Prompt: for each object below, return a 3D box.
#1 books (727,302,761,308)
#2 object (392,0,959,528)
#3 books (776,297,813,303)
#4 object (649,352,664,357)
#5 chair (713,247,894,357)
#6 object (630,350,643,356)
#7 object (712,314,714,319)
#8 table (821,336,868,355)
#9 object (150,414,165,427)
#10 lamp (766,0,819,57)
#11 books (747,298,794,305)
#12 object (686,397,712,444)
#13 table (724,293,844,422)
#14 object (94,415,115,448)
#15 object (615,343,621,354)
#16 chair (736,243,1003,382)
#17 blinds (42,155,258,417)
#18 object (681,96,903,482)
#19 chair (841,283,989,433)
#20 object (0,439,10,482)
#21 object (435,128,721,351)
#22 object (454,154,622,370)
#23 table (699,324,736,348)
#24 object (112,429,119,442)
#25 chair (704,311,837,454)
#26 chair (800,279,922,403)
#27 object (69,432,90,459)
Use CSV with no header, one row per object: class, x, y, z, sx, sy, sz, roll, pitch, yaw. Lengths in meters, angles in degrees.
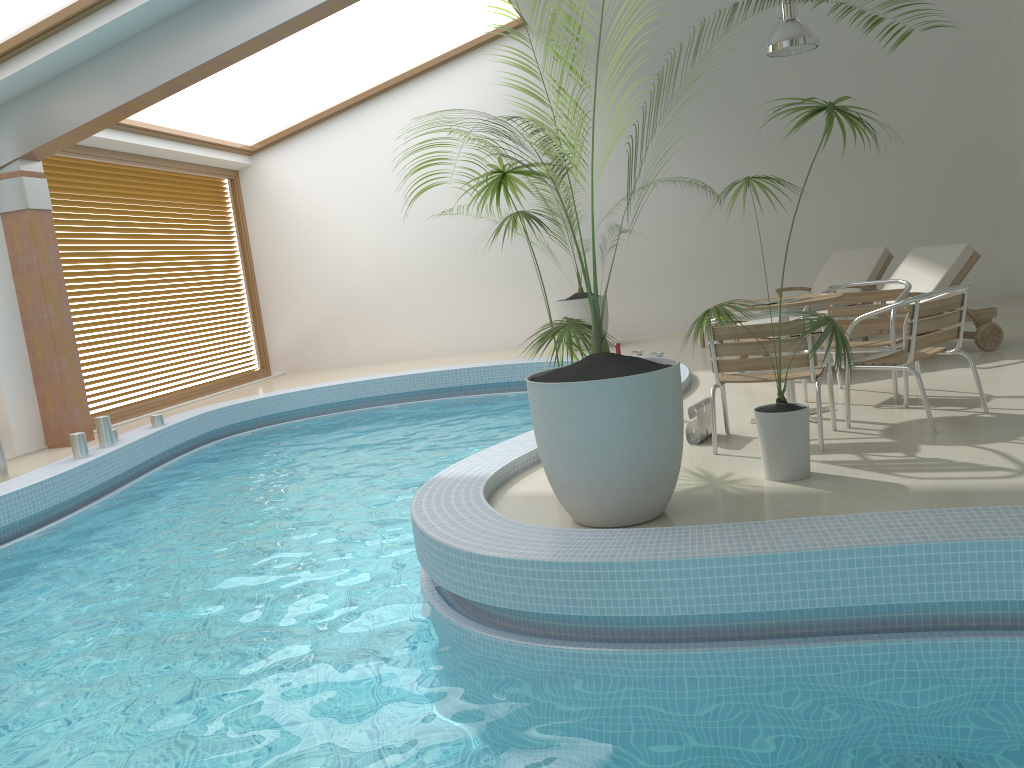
books,1.437,-0.478,5.349,0.241,0.004,0.166,-13,9,-36
object,0.290,-0.915,3.876,2.979,2.960,2.729,-3,8,30
books,1.653,-0.499,5.300,0.241,0.004,0.166,-13,9,-36
object,1.387,-0.264,8.503,0.140,0.069,0.140,-10,8,-18
chair,3.019,-0.864,9.012,1.903,0.866,0.861,-11,8,-25
object,1.353,-0.321,9.587,0.140,0.069,0.140,-10,8,-18
object,2.155,-0.732,9.698,0.102,0.137,0.102,-3,8,27
table,2.980,-0.412,7.964,0.283,0.255,0.320,-8,7,-9
object,-3.326,0.342,8.317,0.115,0.107,0.115,-11,8,-28
lamp,2.697,-4.311,8.782,0.506,1.958,0.505,-6,8,13
books,1.549,-0.494,5.323,0.241,0.004,0.166,-13,9,-36
object,1.092,0.212,5.155,0.081,0.223,0.272,-3,9,32
table,1.689,-0.154,5.437,0.700,0.720,0.700,-3,9,32
object,-3.393,0.397,7.388,0.115,0.254,0.115,-13,9,-36
object,0.759,-0.070,6.181,0.109,0.435,0.109,-14,10,-42
chair,2.855,-0.613,7.249,1.903,0.866,0.861,-8,7,-9
blinds,-4.455,-1.226,10.969,0.095,2.921,4.414,-6,8,13
object,1.271,-0.416,4.058,0.791,1.695,1.059,-14,10,-41
chair,2.209,-0.164,4.923,0.618,0.727,0.563,-12,9,-35
object,-3.954,0.591,6.816,0.115,0.320,0.115,-11,8,-28
object,0.905,-1.912,10.933,2.979,2.960,2.729,-10,8,-23
object,0.150,-0.357,4.707,0.791,1.695,1.059,-7,7,0
table,2.255,-0.539,9.655,0.283,0.255,0.320,-11,8,-25
object,-3.447,0.448,7.627,0.115,0.107,0.115,-11,8,-28
chair,1.398,-0.048,4.835,0.618,0.727,0.563,-4,8,25
chair,2.267,-0.284,5.788,0.618,0.727,0.563,0,10,45
object,-3.397,0.483,6.962,0.115,0.194,0.115,-13,9,-36
